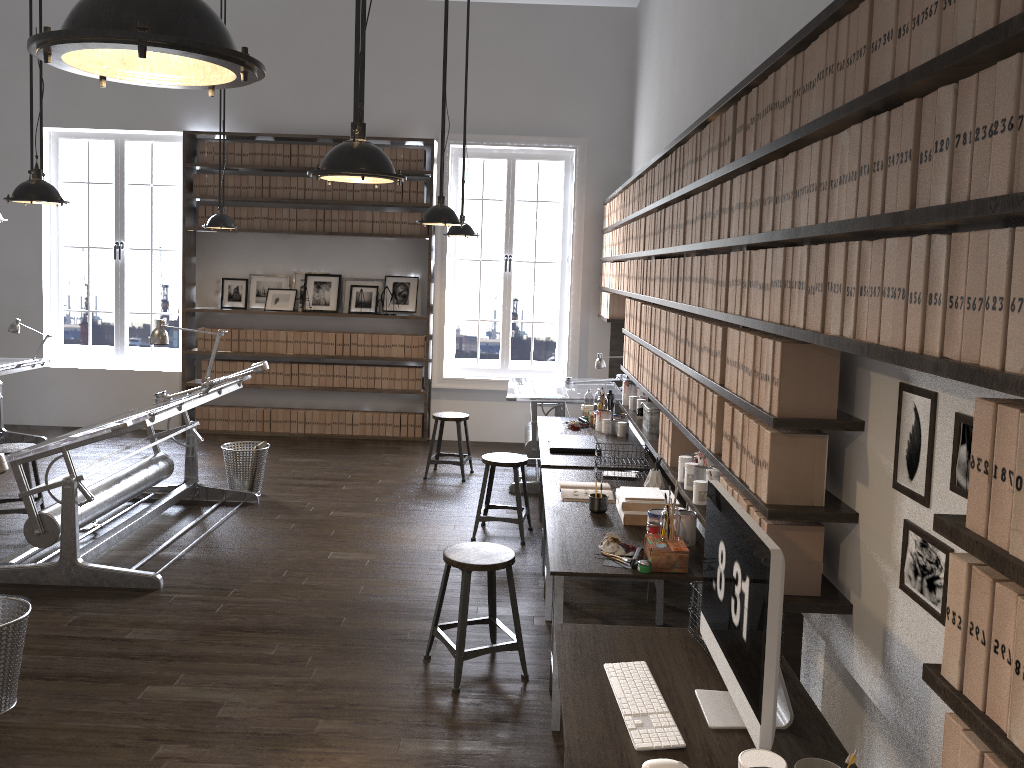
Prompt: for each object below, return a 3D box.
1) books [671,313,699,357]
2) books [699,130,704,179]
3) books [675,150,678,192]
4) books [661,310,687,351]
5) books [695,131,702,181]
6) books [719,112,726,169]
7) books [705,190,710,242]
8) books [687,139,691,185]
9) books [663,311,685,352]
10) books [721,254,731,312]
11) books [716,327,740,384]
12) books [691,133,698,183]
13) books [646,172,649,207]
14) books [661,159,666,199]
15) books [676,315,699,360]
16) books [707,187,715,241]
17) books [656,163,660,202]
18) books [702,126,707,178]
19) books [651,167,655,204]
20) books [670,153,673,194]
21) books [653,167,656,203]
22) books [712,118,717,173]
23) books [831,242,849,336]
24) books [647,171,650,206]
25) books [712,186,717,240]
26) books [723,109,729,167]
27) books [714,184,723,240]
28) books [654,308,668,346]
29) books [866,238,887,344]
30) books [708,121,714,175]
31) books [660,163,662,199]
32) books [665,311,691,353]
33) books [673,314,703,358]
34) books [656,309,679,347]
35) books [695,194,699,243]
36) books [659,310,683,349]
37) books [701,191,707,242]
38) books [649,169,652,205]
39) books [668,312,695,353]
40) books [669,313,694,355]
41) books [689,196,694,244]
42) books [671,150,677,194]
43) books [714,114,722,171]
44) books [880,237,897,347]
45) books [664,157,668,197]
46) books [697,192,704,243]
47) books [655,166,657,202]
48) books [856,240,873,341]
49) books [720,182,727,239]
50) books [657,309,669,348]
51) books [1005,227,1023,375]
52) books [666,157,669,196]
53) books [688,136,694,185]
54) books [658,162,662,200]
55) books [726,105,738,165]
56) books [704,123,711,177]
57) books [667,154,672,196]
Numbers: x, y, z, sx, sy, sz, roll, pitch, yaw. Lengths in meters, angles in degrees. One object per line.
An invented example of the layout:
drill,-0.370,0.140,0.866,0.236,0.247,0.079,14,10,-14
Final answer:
books,0.888,-0.235,4.408,0.174,0.225,0.067,2,5,1
books,0.916,-0.997,3.874,0.174,0.225,0.067,2,5,1
books,0.925,-1.078,4.503,0.174,0.224,0.067,2,5,1
books,0.896,-0.280,4.761,0.174,0.224,0.067,2,5,1
books,0.914,-1.006,3.944,0.174,0.225,0.067,2,5,1
books,0.910,-0.945,3.466,0.174,0.225,0.067,2,5,1
books,0.903,-0.697,3.701,0.174,0.225,0.067,2,5,1
books,0.917,-1.033,4.151,0.174,0.224,0.067,2,5,1
books,0.893,-0.271,4.689,0.174,0.225,0.067,2,5,1
books,0.888,-0.376,3.350,0.174,0.225,0.067,2,5,1
books,0.873,-0.101,3.369,0.174,0.225,0.067,2,5,1
books,0.911,-1.016,4.016,0.174,0.225,0.067,2,5,1
books,0.937,-1.213,5.549,0.174,0.224,0.067,2,5,1
books,0.924,-1.134,4.931,0.174,0.225,0.067,2,5,1
books,0.890,-0.217,4.272,0.174,0.224,0.067,2,5,1
books,0.898,-0.688,3.630,0.174,0.225,0.067,2,5,1
books,0.928,-1.160,5.132,0.174,0.225,0.067,2,5,1
books,0.914,-0.988,3.805,0.174,0.225,0.067,2,5,1
books,0.933,-1.186,5.341,0.174,0.225,0.067,2,5,1
books,0.927,-1.097,4.651,0.174,0.225,0.067,2,5,1
books,0.936,-1.177,5.272,0.174,0.225,0.067,2,5,1
books,0.910,-0.962,3.600,0.174,0.224,0.067,2,5,1
books,0.865,-0.223,2.114,0.174,0.225,0.067,2,5,1
books,0.932,-1.205,5.486,0.174,0.225,0.067,2,5,1
books,0.902,-0.679,3.559,0.174,0.225,0.067,2,5,1
books,0.909,-0.935,3.395,0.174,0.225,0.067,2,5,1
books,0.895,-0.669,3.485,0.174,0.225,0.067,2,5,1
books,0.903,-0.315,5.028,0.174,0.225,0.067,2,5,1
books,0.867,-0.196,1.903,0.174,0.225,0.067,2,5,1
books,0.909,-0.970,3.662,0.174,0.224,0.067,2,5,1
books,0.930,-1.142,4.997,0.174,0.224,0.067,2,5,1
books,0.896,-0.262,4.619,0.174,0.225,0.067,2,5,1
books,0.886,-0.225,4.335,0.174,0.225,0.067,2,5,1
books,0.902,-0.305,4.958,0.174,0.225,0.067,2,5,1
books,0.905,-0.723,3.905,0.174,0.224,0.067,2,5,1
books,0.898,-0.288,4.824,0.174,0.224,0.067,2,5,1
books,0.904,-0.706,3.772,0.174,0.225,0.067,2,5,1
books,0.931,-1.196,5.414,0.174,0.225,0.067,2,5,1
books,0.897,-0.253,4.549,0.174,0.225,0.067,2,5,1
books,0.892,-0.244,4.480,0.174,0.225,0.067,2,5,1
books,0.903,-0.741,4.040,0.174,0.225,0.067,2,5,1
books,0.920,-1.088,4.577,0.174,0.225,0.067,2,5,1
books,0.905,-0.953,3.533,0.174,0.225,0.067,2,5,1
books,0.865,-0.186,1.828,0.174,0.224,0.067,2,5,1
books,0.929,-1.125,4.863,0.174,0.225,0.067,2,5,1
books,0.899,-0.715,3.839,0.174,0.225,0.067,2,5,1
books,0.933,-1.168,5.202,0.174,0.225,0.067,2,5,1
books,0.870,-0.205,1.972,0.174,0.225,0.067,2,5,1
books,0.900,-0.660,3.411,0.174,0.224,0.067,2,5,1
books,0.895,-0.297,4.891,0.174,0.225,0.067,2,5,1
books,0.857,-0.123,1.340,0.174,0.224,0.067,2,5,1
books,0.928,-1.116,4.793,0.174,0.225,0.067,2,5,1
books,0.912,-1.025,4.088,0.174,0.225,0.067,2,5,1
books,0.929,-1.150,5.060,0.174,0.224,0.067,2,5,1
books,0.903,-0.927,3.325,0.174,0.225,0.067,2,5,1
books,0.909,-0.979,3.735,0.174,0.225,0.067,2,5,1
books,0.923,-1.107,4.722,0.174,0.225,0.067,2,5,1
